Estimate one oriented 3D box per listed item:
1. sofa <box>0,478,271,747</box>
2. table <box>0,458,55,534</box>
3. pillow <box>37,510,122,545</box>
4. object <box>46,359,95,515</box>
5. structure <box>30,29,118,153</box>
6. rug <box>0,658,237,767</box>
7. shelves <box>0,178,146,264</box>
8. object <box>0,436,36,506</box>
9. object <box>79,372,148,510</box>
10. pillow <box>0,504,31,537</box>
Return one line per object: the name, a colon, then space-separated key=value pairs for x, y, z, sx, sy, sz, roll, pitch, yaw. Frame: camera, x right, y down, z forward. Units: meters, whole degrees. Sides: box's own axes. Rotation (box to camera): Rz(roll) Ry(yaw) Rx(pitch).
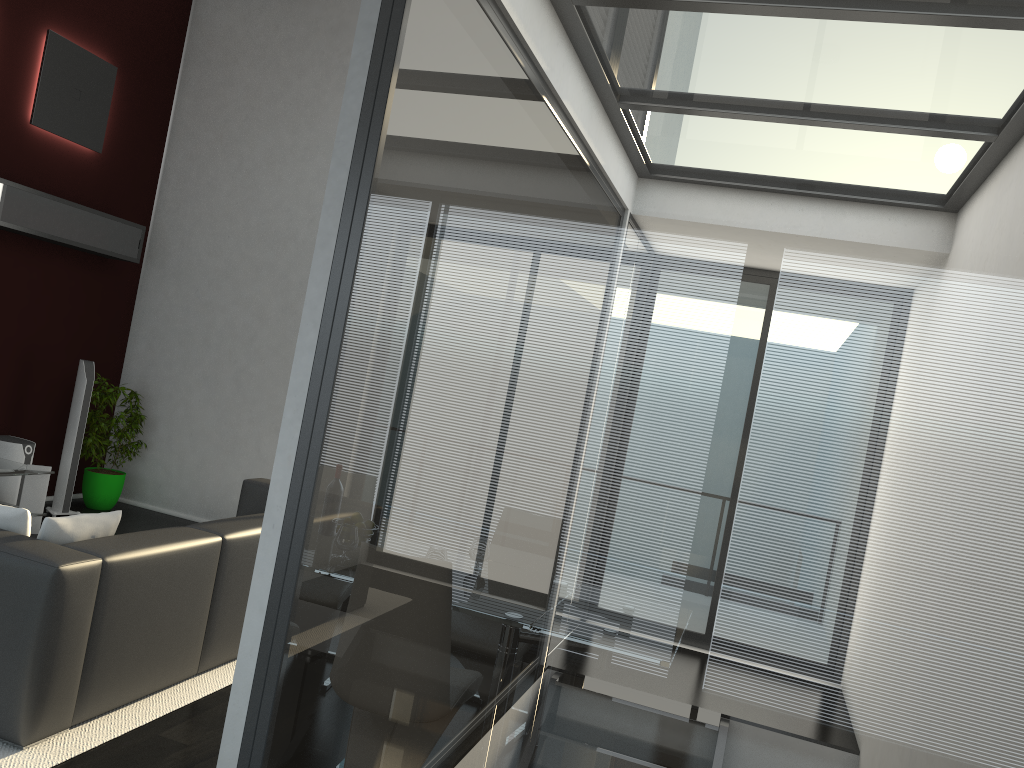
sofa: x=-1.676 y=0.931 z=4.486 sx=0.943 sy=0.652 sz=2.781 roll=11 pitch=0 yaw=16
table: x=-3.709 y=0.349 z=5.112 sx=0.771 sy=1.093 sz=2.046 roll=11 pitch=0 yaw=16
pillow: x=-1.771 y=0.682 z=3.537 sx=0.169 sy=0.361 sz=0.376 roll=11 pitch=0 yaw=18
object: x=-3.270 y=0.390 z=6.621 sx=0.215 sy=1.141 sz=0.228 roll=10 pitch=0 yaw=31
structure: x=-3.231 y=-2.138 z=6.543 sx=0.055 sy=0.676 sz=0.678 roll=11 pitch=0 yaw=16
rug: x=-2.064 y=1.207 z=4.569 sx=1.875 sy=0.009 sz=3.695 roll=11 pitch=0 yaw=16
shelves: x=-4.068 y=-1.337 z=3.797 sx=0.305 sy=0.301 sz=6.988 roll=11 pitch=0 yaw=16
object: x=-3.609 y=0.655 z=6.325 sx=0.323 sy=0.518 sz=0.286 roll=11 pitch=0 yaw=16
object: x=-3.232 y=0.461 z=7.086 sx=0.507 sy=1.068 sz=0.599 roll=11 pitch=0 yaw=1
pillow: x=-2.052 y=0.630 z=3.517 sx=0.376 sy=0.358 sz=0.186 roll=11 pitch=0 yaw=18
